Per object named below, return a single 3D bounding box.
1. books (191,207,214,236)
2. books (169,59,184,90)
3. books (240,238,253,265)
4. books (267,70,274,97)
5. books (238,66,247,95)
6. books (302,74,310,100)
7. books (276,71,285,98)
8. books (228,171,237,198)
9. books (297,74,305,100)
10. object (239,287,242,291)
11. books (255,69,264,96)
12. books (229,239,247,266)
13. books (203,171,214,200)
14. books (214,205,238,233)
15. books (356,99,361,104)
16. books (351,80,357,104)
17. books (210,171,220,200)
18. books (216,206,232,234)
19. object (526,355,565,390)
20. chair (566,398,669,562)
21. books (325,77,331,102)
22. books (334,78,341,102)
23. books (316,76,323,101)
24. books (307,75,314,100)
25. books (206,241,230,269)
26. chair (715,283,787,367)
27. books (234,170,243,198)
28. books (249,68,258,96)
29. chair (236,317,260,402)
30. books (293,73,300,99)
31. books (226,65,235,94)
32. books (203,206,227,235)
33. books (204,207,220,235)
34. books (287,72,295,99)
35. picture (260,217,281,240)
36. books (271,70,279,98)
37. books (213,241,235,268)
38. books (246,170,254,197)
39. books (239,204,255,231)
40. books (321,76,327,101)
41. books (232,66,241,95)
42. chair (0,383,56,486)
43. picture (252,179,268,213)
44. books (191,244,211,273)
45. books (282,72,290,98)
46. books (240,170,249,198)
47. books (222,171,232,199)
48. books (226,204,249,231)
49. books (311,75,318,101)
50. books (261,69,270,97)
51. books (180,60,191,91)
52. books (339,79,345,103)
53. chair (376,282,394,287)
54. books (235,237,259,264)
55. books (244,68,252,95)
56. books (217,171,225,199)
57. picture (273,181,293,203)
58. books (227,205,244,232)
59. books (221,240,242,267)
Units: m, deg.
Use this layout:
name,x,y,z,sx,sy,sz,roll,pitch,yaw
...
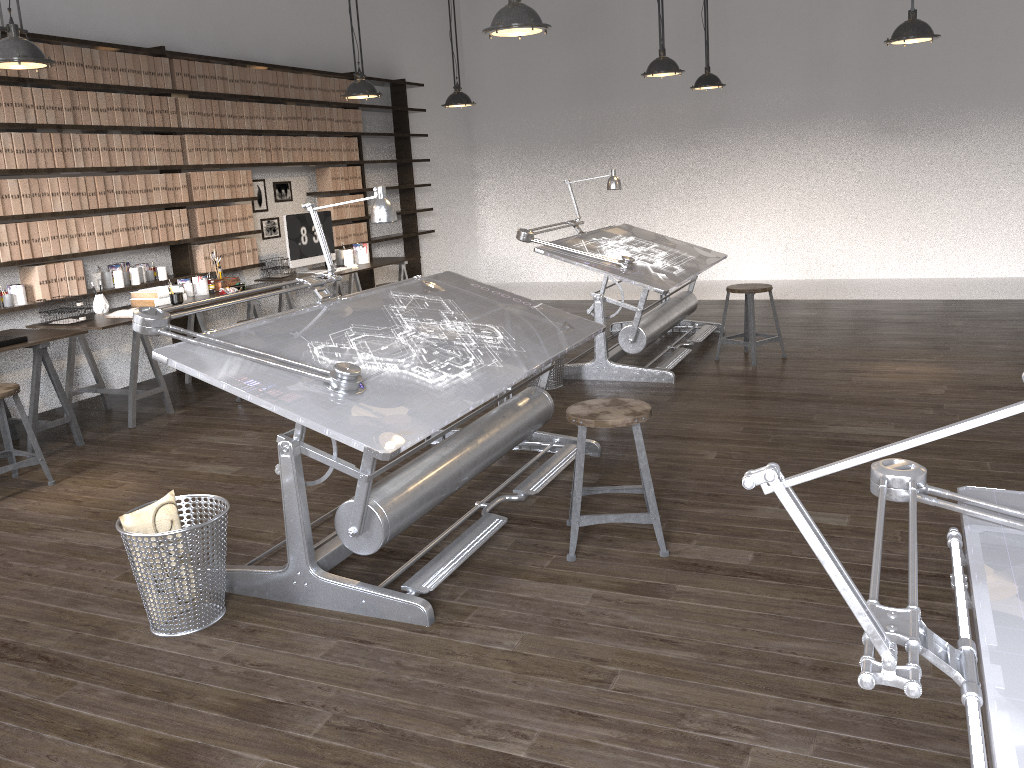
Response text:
name,x,y,z,sx,sy,sz,roll,pitch,yaw
books,-2.431,-1.261,6.916,0.174,0.224,0.067,2,12,24
books,-2.554,-2.300,6.613,0.174,0.223,0.067,2,12,24
books,-2.244,-1.092,7.343,0.174,0.223,0.067,2,12,24
books,-2.129,-2.551,7.550,0.174,0.223,0.067,2,12,24
books,-2.270,-2.467,7.240,0.174,0.223,0.067,2,12,24
books,-1.925,-2.669,7.992,0.174,0.224,0.067,2,12,24
books,-2.069,-2.584,7.674,0.174,0.224,0.067,2,12,24
books,-2.325,-1.604,7.153,0.174,0.223,0.067,2,12,24
books,-1.958,-2.653,7.934,0.174,0.223,0.067,2,12,24
object,-2.050,-0.716,6.680,0.011,0.017,0.173,-5,13,-7
books,-2.179,-2.518,7.427,0.174,0.223,0.067,2,12,24
books,-2.277,-1.075,7.282,0.174,0.223,0.067,2,12,24
books,-2.429,-1.539,6.910,0.174,0.224,0.067,2,12,24
books,-2.320,-1.330,7.175,0.174,0.223,0.067,2,12,24
books,-1.591,-2.868,8.739,0.174,0.223,0.067,2,12,24
books,-1.623,-2.852,8.678,0.174,0.223,0.067,2,12,24
books,-2.402,-1.557,6.975,0.174,0.223,0.067,2,12,24
books,-2.348,-1.313,7.112,0.174,0.223,0.067,2,12,24
object,0.207,-0.167,5.834,0.355,0.374,0.354,-15,16,-43
chair,0.375,0.347,3.340,0.371,0.523,0.362,-3,12,3
books,-1.793,-2.751,8.300,0.174,0.223,0.067,2,12,24
books,-1.729,-2.785,8.425,0.174,0.223,0.067,2,12,24
books,-1.845,-2.717,8.173,0.174,0.224,0.067,2,12,24
books,-1.902,-2.685,8.053,0.174,0.223,0.067,2,12,24
books,-2.362,-1.024,7.089,0.174,0.223,0.067,2,12,24
chair,1.673,-0.426,6.234,0.373,0.523,0.360,-12,14,-36
books,-2.296,-1.621,7.216,0.174,0.223,0.067,2,12,24
books,-2.212,-2.501,7.364,0.174,0.223,0.067,2,12,24
chair,-1.716,-0.180,6.130,0.358,0.523,0.375,-4,12,-2
books,-1.986,-2.636,7.870,0.174,0.223,0.067,2,12,24
books,-2.326,-2.433,7.112,0.174,0.223,0.067,2,12,24
books,-2.373,-1.295,7.047,0.174,0.223,0.067,2,12,24
books,-2.406,-1.279,6.985,0.174,0.223,0.067,2,12,24
books,-2.011,-2.619,7.805,0.174,0.223,0.067,2,12,24
picture,-2.163,-1.393,7.926,0.023,0.182,0.253,1,13,24
books,-2.104,-2.566,7.610,0.174,0.223,0.067,2,12,24
books,-2.337,-1.039,7.148,0.174,0.223,0.067,2,12,24
books,-2.240,-1.655,7.343,0.174,0.223,0.067,2,12,24
books,-2.237,-1.377,7.351,0.174,0.223,0.067,2,12,24
books,-1.820,-2.734,8.237,0.174,0.223,0.067,2,12,24
books,-2.295,-2.451,7.175,0.174,0.224,0.067,2,12,24
chair,-2.576,0.290,4.392,0.359,0.523,0.375,4,14,32
picture,-2.227,-1.652,7.776,0.022,0.282,0.203,1,12,23
books,-2.445,-0.974,6.902,0.174,0.223,0.067,2,12,24
books,-2.044,-2.602,7.743,0.174,0.223,0.067,2,12,24
books,-2.264,-1.638,7.278,0.174,0.223,0.067,2,12,24
books,-2.347,-1.588,7.090,0.174,0.224,0.067,2,12,24
books,-2.264,-1.362,7.295,0.174,0.223,0.067,2,12,24
books,-1.876,-2.700,8.109,0.174,0.223,0.067,2,12,24
books,-2.150,-2.535,7.492,0.174,0.224,0.067,2,12,24
books,-2.519,-2.317,6.677,0.174,0.224,0.067,2,12,24
books,-1.700,-2.802,8.489,0.174,0.224,0.067,2,12,24
chair,-1.009,-0.614,7.761,0.372,0.523,0.362,-5,12,-7
books,-2.220,-1.109,7.408,0.174,0.223,0.067,2,12,24
books,-2.243,-2.484,7.303,0.174,0.223,0.067,2,12,24
books,-2.378,-1.572,7.032,0.174,0.223,0.067,2,12,24
picture,-2.092,-1.752,8.071,0.023,0.182,0.253,1,13,24
books,-2.287,-1.345,7.233,0.174,0.224,0.067,2,12,24
books,-2.302,-1.057,7.212,0.174,0.224,0.067,2,12,24
